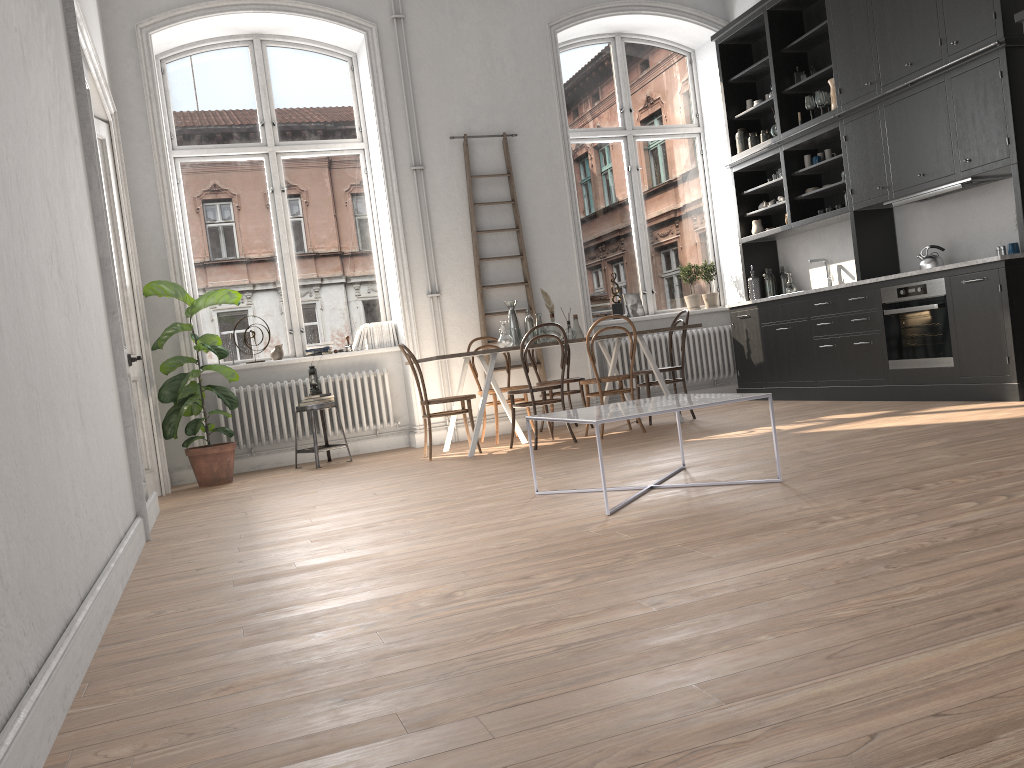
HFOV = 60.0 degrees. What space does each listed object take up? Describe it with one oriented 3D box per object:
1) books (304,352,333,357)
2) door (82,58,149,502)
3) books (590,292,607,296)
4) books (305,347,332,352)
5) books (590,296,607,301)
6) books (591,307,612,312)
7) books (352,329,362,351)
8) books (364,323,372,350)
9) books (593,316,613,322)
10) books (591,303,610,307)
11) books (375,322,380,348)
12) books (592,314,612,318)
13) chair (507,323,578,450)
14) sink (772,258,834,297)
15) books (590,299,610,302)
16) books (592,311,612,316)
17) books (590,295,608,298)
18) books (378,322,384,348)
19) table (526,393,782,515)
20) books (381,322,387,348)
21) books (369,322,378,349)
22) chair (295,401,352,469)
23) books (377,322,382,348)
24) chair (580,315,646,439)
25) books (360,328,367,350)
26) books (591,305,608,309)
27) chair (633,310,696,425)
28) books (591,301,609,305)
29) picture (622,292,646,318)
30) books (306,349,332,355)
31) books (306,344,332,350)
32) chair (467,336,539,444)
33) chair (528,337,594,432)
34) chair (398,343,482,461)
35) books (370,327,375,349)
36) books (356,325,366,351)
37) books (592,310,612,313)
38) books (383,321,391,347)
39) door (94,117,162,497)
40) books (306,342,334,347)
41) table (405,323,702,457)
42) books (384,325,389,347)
[{"bbox_3d":[-1.769,-0.269,8.111,0.221,0.023,0.147,-6,2,30],"label":"books"},{"bbox_3d":[-2.340,-0.572,5.090,0.216,2.815,1.097,-8,2,-17],"label":"door"},{"bbox_3d":[0.837,-0.901,9.008,0.200,0.024,0.159,-8,2,-29],"label":"books"},{"bbox_3d":[-1.766,-0.314,8.108,0.221,0.023,0.147,-7,2,-3],"label":"books"},{"bbox_3d":[0.838,-0.857,8.998,0.231,0.023,0.162,-7,2,-3],"label":"books"},{"bbox_3d":[0.860,-0.748,9.009,0.245,0.028,0.193,-8,2,-24],"label":"books"},{"bbox_3d":[-1.444,-0.403,8.238,0.105,0.194,0.155,-8,2,-20],"label":"books"},{"bbox_3d":[-1.347,-0.439,8.289,0.024,0.243,0.175,-8,2,-19],"label":"books"},{"bbox_3d":[0.866,-0.651,8.994,0.248,0.043,0.192,-8,2,-19],"label":"books"},{"bbox_3d":[0.861,-0.796,9.011,0.222,0.024,0.158,-8,2,-19],"label":"books"},{"bbox_3d":[-1.274,-0.449,8.291,0.019,0.244,0.174,-8,2,-19],"label":"books"},{"bbox_3d":[0.865,-0.684,8.992,0.249,0.023,0.175,-8,2,-23],"label":"books"},{"bbox_3d":[0.198,0.016,6.763,0.437,0.921,0.549,-8,2,-23],"label":"chair"},{"bbox_3d":[2.685,-0.868,8.027,0.514,0.505,0.526,-8,2,-19],"label":"sink"},{"bbox_3d":[0.849,-0.837,9.001,0.243,0.019,0.174,-8,2,-19],"label":"books"},{"bbox_3d":[0.862,-0.707,8.991,0.249,0.023,0.175,-8,2,-18],"label":"books"},{"bbox_3d":[0.848,-0.881,9.002,0.205,0.020,0.155,-8,2,-19],"label":"books"},{"bbox_3d":[-1.243,-0.454,8.325,0.024,0.243,0.175,-8,2,-19],"label":"books"},{"bbox_3d":[0.627,0.295,4.153,0.849,0.392,0.849,-8,2,-19],"label":"table"},{"bbox_3d":[-1.216,-0.457,8.311,0.019,0.244,0.174,-8,2,-19],"label":"books"},{"bbox_3d":[-1.292,-0.446,8.275,0.024,0.243,0.175,-8,2,-19],"label":"books"},{"bbox_3d":[-1.631,0.428,7.533,0.360,0.523,0.363,-5,3,45],"label":"chair"},{"bbox_3d":[-1.261,-0.451,8.313,0.019,0.244,0.174,-8,2,-19],"label":"books"},{"bbox_3d":[0.759,-0.060,6.916,0.438,0.921,0.549,-8,2,-8],"label":"chair"},{"bbox_3d":[-1.383,-0.414,8.255,0.072,0.203,0.155,-8,2,-19],"label":"books"},{"bbox_3d":[0.862,-0.773,9.005,0.205,0.022,0.155,-7,2,-5],"label":"books"},{"bbox_3d":[1.279,-0.144,7.540,0.549,0.921,0.438,-8,2,-6],"label":"chair"},{"bbox_3d":[0.857,-0.818,9.003,0.205,0.022,0.155,-8,2,-24],"label":"books"},{"bbox_3d":[1.241,-0.809,9.183,0.221,0.264,0.149,-9,2,-35],"label":"picture"},{"bbox_3d":[-1.765,-0.292,8.109,0.205,0.022,0.155,-7,2,1],"label":"books"},{"bbox_3d":[-1.762,-0.335,8.096,0.205,0.020,0.155,-8,2,-29],"label":"books"},{"bbox_3d":[-0.097,0.029,7.655,0.437,0.921,0.549,-8,2,-21],"label":"chair"},{"bbox_3d":[0.415,-0.044,7.913,0.437,0.921,0.549,-8,2,-12],"label":"chair"},{"bbox_3d":[-0.556,0.108,6.939,0.549,0.921,0.438,-8,2,-10],"label":"chair"},{"bbox_3d":[-1.314,-0.424,8.279,0.020,0.205,0.155,-8,2,-19],"label":"books"},{"bbox_3d":[-1.408,-0.427,8.245,0.100,0.235,0.174,-8,2,-19],"label":"books"},{"bbox_3d":[0.864,-0.727,9.008,0.255,0.014,0.192,-8,2,-15],"label":"books"},{"bbox_3d":[-1.180,-0.462,8.346,0.024,0.243,0.175,-8,2,-19],"label":"books"},{"bbox_3d":[-2.869,-0.532,6.137,0.216,2.815,1.096,-7,2,6],"label":"door"},{"bbox_3d":[-1.754,-0.362,8.121,0.243,0.019,0.174,-8,2,-9],"label":"books"},{"bbox_3d":[0.361,0.050,7.275,2.199,0.780,1.100,-8,2,-19],"label":"table"},{"bbox_3d":[-1.192,-0.441,8.320,0.020,0.205,0.155,-8,2,-19],"label":"books"}]
